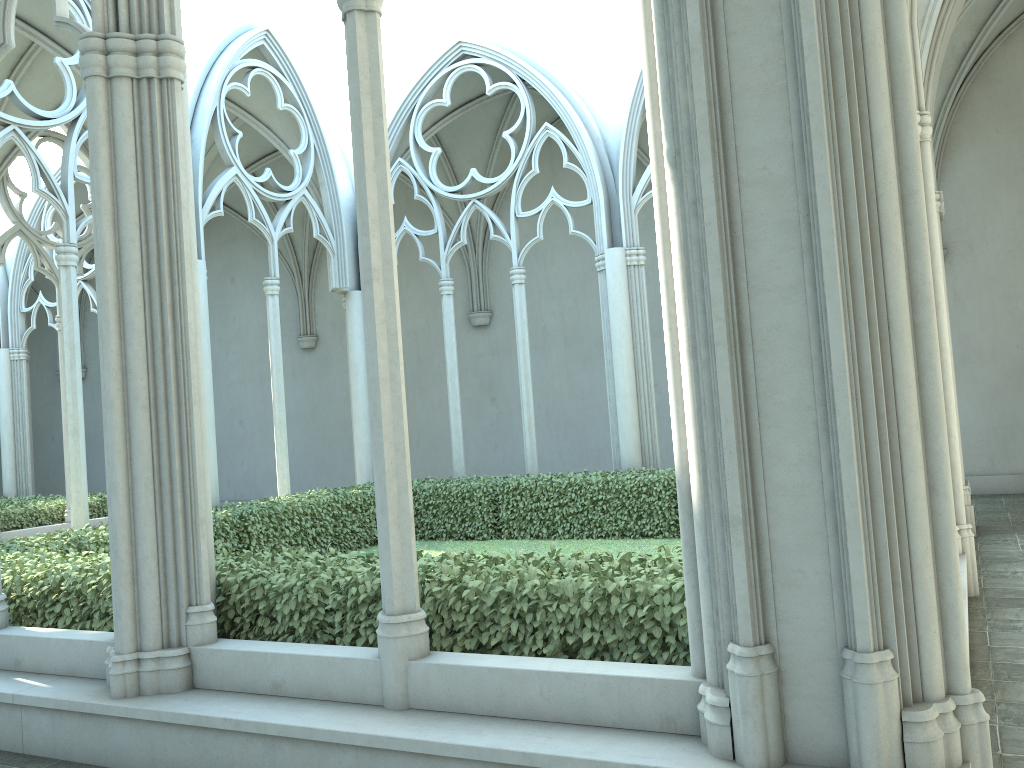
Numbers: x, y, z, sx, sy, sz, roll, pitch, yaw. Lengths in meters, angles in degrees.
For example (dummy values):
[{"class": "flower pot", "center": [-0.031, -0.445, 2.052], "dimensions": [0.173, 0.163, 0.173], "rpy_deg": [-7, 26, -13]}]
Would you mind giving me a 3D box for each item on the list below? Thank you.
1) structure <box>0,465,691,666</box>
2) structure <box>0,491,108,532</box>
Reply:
[{"class": "structure", "center": [-0.440, 1.623, 9.094], "dimensions": [8.018, 0.963, 7.995], "rpy_deg": [-5, -3, 27]}, {"class": "structure", "center": [-12.050, 2.737, 14.982], "dimensions": [8.018, 0.963, 7.995], "rpy_deg": [-5, -3, 27]}]
